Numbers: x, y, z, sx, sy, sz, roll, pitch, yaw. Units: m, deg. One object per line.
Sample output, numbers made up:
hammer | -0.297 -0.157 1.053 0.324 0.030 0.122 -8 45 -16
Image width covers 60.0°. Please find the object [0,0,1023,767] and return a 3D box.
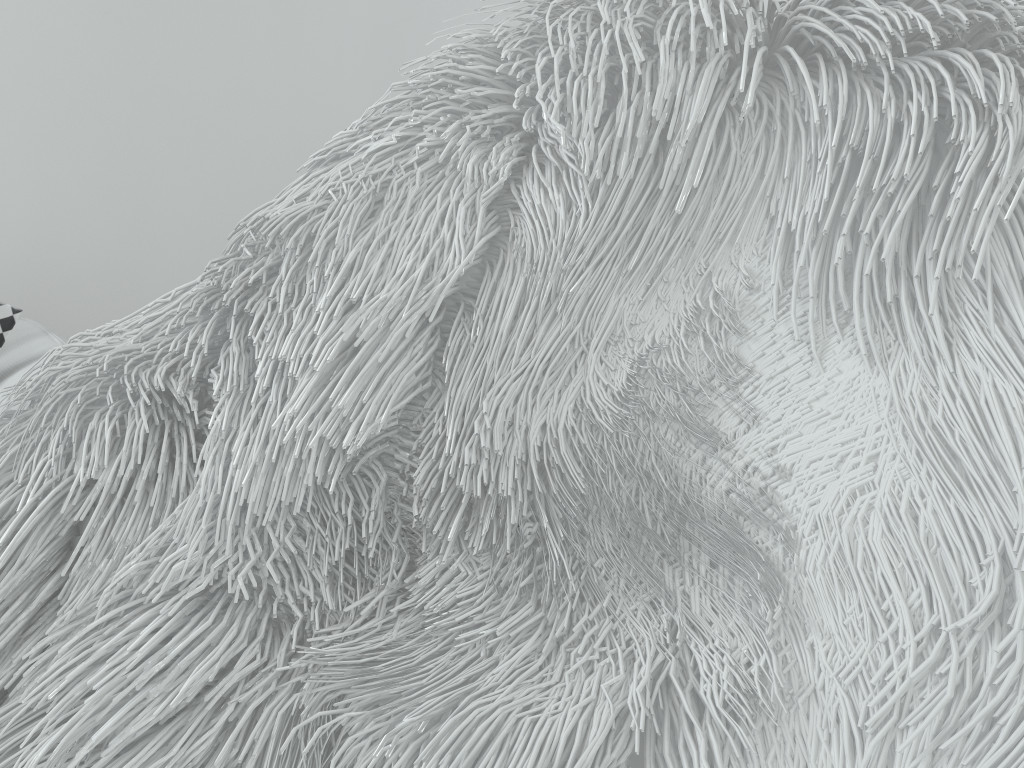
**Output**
object | -0.159 0.263 0.060 0.784 0.789 0.954 8 7 38

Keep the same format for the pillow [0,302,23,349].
pillow | -1.751 0.044 0.585 2.488 0.513 0.676 0 7 -30

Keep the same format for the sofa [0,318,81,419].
sofa | -1.746 0.310 0.577 2.647 0.768 0.917 0 7 -32
